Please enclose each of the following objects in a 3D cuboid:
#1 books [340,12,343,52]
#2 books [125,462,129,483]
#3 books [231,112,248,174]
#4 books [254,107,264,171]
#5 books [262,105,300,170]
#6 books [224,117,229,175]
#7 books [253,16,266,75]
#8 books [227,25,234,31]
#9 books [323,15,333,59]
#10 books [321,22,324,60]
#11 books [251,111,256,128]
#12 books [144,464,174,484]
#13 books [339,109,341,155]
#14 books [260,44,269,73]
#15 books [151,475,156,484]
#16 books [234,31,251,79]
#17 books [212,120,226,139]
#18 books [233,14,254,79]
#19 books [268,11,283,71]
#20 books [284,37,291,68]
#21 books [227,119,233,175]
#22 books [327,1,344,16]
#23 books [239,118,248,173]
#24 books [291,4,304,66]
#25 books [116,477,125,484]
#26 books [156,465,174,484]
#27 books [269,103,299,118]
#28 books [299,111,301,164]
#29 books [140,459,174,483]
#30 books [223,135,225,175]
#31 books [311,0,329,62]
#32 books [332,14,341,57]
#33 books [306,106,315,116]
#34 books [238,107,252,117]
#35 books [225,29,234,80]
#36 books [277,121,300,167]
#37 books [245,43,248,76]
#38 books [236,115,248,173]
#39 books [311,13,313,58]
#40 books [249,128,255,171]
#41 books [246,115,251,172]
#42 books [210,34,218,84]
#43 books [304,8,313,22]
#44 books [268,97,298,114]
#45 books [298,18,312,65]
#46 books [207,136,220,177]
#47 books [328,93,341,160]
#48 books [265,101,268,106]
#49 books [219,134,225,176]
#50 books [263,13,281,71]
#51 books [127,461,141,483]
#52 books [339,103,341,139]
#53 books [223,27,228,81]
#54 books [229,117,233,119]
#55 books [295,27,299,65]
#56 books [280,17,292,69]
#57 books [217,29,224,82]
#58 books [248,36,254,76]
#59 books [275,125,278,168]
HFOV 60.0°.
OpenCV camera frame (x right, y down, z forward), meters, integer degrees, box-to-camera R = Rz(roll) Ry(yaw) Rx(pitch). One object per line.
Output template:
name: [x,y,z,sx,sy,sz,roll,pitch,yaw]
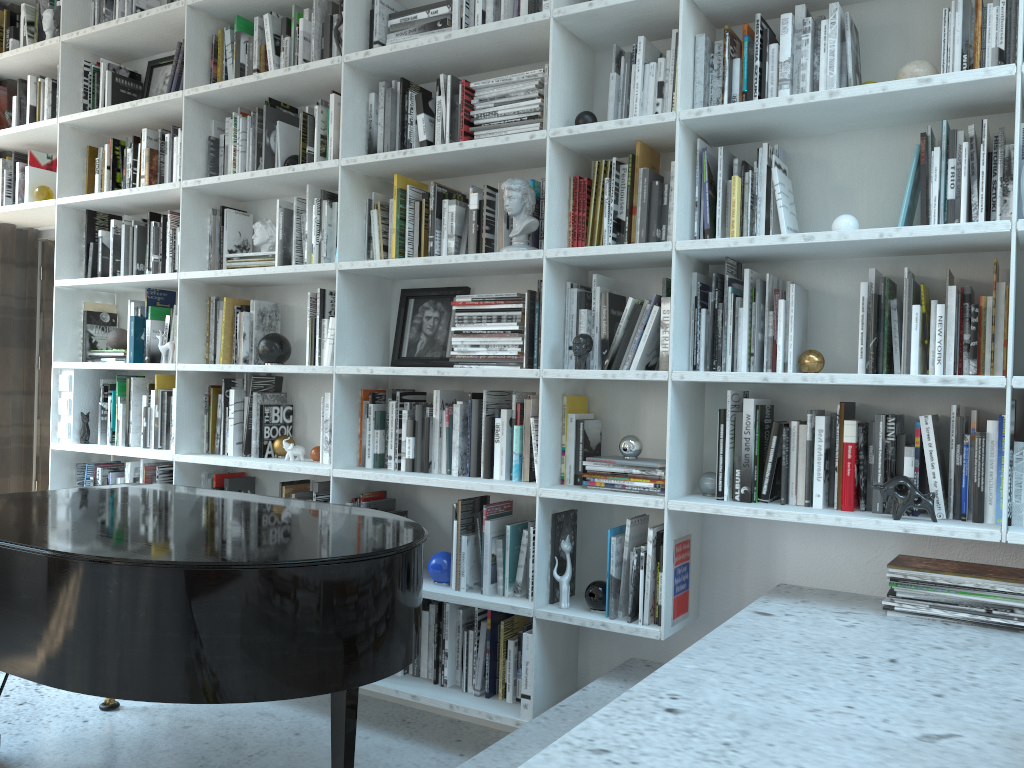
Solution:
books: [-0.598,-1.283,3.403,0.024,0.237,0.153,2,0,31]
books: [-1.683,0.501,4.019,0.027,0.299,0.142,2,0,31]
books: [-1.079,-0.952,3.652,0.010,0.283,0.184,2,0,31]
books: [-0.971,-0.953,3.595,0.011,0.291,0.176,2,0,31]
books: [-0.927,-0.950,3.562,0.011,0.287,0.189,2,0,31]
books: [-1.128,-0.951,3.694,0.026,0.279,0.151,2,0,31]
books: [-0.987,-1.321,3.615,0.023,0.293,0.155,2,0,31]
books: [-1.148,-1.333,3.738,0.014,0.309,0.130,2,0,31]
books: [-0.650,-1.275,3.412,0.030,0.218,0.182,2,0,31]
books: [-0.683,-1.273,3.452,0.024,0.213,0.150,2,0,31]
books: [-0.999,-0.947,3.614,0.011,0.279,0.169,2,0,31]
books: [-1.556,0.506,3.928,0.012,0.295,0.176,2,0,31]
books: [-0.600,-0.912,3.391,0.011,0.229,0.165,2,0,31]
books: [-0.959,-1.264,3.609,0.034,0.180,0.160,2,0,31]
books: [-1.530,0.527,3.934,0.029,0.254,0.153,2,0,31]
books: [-1.060,-1.297,3.650,0.031,0.242,0.181,2,0,31]
books: [-1.206,-0.955,3.756,0.012,0.285,0.159,2,0,31]
books: [-1.077,-1.334,3.659,0.012,0.315,0.171,2,0,31]
books: [-0.933,-1.331,3.604,0.013,0.315,0.135,2,0,31]
books: [-0.838,-1.261,3.527,0.028,0.180,0.168,2,0,31]
books: [-1.099,-0.941,3.674,0.024,0.262,0.177,2,0,31]
books: [-0.661,-1.311,3.442,0.022,0.290,0.146,2,0,31]
books: [-1.042,-0.935,3.623,0.012,0.251,0.184,2,0,31]
books: [-0.819,-1.324,3.517,0.012,0.308,0.145,2,0,31]
books: [-1.725,0.535,4.030,0.028,0.229,0.157,2,0,31]
books: [-1.488,0.505,3.893,0.013,0.301,0.172,2,0,31]
books: [-0.926,-0.959,3.586,0.005,0.305,0.162,2,0,31]
books: [-0.772,-0.923,3.475,0.005,0.240,0.173,2,0,31]
books: [-1.571,0.491,3.928,0.014,0.325,0.170,2,0,31]
books: [-1.151,-0.921,3.730,0.024,0.219,0.140,2,0,31]
books: [-0.708,-1.324,3.443,0.011,0.313,0.183,2,0,31]
books: [-0.626,-1.277,3.402,0.022,0.222,0.161,2,0,31]
books: [-0.768,-0.941,3.505,0.012,0.276,0.129,2,0,31]
books: [-1.077,-0.968,3.676,0.011,0.317,0.154,2,0,31]
books: [-1.113,-1.315,3.698,0.067,0.274,0.168,2,0,31]
books: [-0.880,-0.920,3.555,0.031,0.232,0.147,2,0,31]
books: [-1.030,-1.276,3.648,0.024,0.201,0.153,2,0,31]
books: [-1.051,-0.941,3.627,0.009,0.263,0.189,2,0,31]
books: [-0.729,-1.298,3.471,0.028,0.261,0.135,2,0,31]
books: [-0.994,-0.912,3.603,0.011,0.209,0.181,2,0,31]
books: [-1.011,-0.939,3.614,0.009,0.261,0.180,2,0,31]
books: [-1.193,-1.308,3.723,0.023,0.256,0.174,2,0,31]
books: [-0.768,-1.312,3.500,0.026,0.286,0.137,2,0,31]
books: [-0.930,-0.971,3.589,0.005,0.331,0.161,2,0,31]
books: [-0.760,-1.282,3.468,0.021,0.226,0.191,2,0,31]
books: [-1.205,-0.917,3.735,0.015,0.208,0.186,2,0,31]
books: [-0.628,-0.941,3.396,0.022,0.284,0.190,2,0,31]
books: [-0.948,-0.967,3.597,0.004,0.321,0.153,2,0,31]
books: [-1.173,-0.924,3.745,0.029,0.225,0.136,2,0,31]
books: [-0.908,-1.315,3.559,0.075,0.285,0.178,2,0,31]
books: [-1.653,0.498,3.981,0.039,0.307,0.172,2,0,31]
books: [-0.611,-0.927,3.393,0.010,0.257,0.140,2,0,31]
books: [-1.149,-1.322,3.712,0.010,0.287,0.148,2,0,31]
books: [-1.114,-0.949,3.682,0.012,0.276,0.157,2,0,31]
books: [-0.791,-1.274,3.499,0.010,0.208,0.173,2,0,31]
books: [-0.857,-1.304,3.547,0.027,0.265,0.168,2,0,31]
books: [-1.170,-1.321,3.727,0.013,0.283,0.158,2,0,31]
books: [-1.010,-1.284,3.628,0.029,0.219,0.157,2,0,31]
books: [-0.897,-0.914,3.575,0.012,0.218,0.151,2,0,31]
